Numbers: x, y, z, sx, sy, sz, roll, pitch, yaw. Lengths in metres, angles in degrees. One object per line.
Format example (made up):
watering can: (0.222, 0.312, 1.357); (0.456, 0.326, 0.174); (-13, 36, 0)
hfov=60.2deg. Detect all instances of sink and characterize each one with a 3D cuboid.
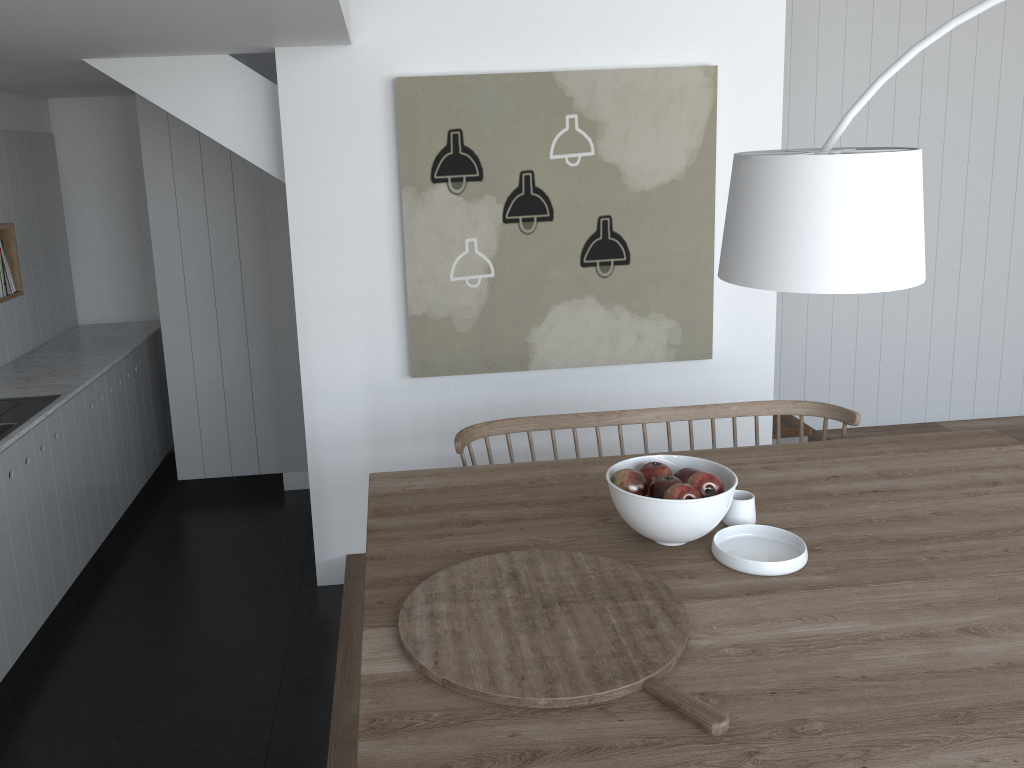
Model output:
sink: (-2.114, 0.288, 3.303); (0.450, 0.164, 1.196); (-4, 15, -7)

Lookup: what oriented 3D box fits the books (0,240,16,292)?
books: (-2.411, -0.543, 4.105); (0.141, 0.245, 0.077); (-3, 12, -5)

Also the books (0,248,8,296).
books: (-2.398, -0.508, 4.041); (0.142, 0.221, 0.015); (-3, 12, -5)

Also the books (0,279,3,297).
books: (-2.398, -0.501, 4.006); (0.143, 0.224, 0.011); (-3, 12, -5)

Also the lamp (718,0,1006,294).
lamp: (2.945, 0.287, 1.127); (5.319, 2.003, 0.864); (3, 13, 20)

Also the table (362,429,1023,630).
table: (0.644, 0.691, 2.450); (2.034, 0.741, 0.950); (-4, 14, -5)

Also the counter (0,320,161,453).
counter: (-2.058, 0.376, 2.686); (0.576, 0.020, 6.227); (-4, 15, -7)

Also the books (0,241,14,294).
books: (-2.417, -0.551, 4.080); (0.156, 0.287, 0.099); (-3, 12, -5)

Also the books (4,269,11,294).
books: (-2.415, -0.514, 4.081); (0.143, 0.219, 0.071); (-3, 12, -5)

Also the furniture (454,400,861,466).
furniture: (0.507, 0.543, 2.923); (1.355, 0.802, 0.552); (-4, 13, -5)

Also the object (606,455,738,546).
object: (0.392, 0.305, 2.185); (0.312, 0.163, 0.321); (-5, 14, -9)

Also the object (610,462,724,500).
object: (0.395, 0.284, 2.181); (0.259, 0.165, 0.231); (11, 19, 43)

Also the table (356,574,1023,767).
table: (0.778, 0.925, 1.536); (2.034, 0.741, 0.950); (-4, 14, -5)

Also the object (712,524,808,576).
object: (0.582, 0.389, 2.082); (0.211, 0.035, 0.221); (-10, 16, -26)

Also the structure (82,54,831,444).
structure: (-0.180, -0.552, 4.407); (3.590, 2.602, 1.072); (-3, 12, -5)

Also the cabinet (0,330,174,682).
cabinet: (-1.765, 0.732, 2.788); (0.010, 0.739, 6.223); (-3, 15, -7)

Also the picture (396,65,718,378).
picture: (0.201, -0.662, 3.668); (1.292, 1.205, 0.061); (-3, 12, -4)

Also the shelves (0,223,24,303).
shelves: (-2.201, -0.365, 2.416); (0.298, 0.788, 3.637); (-4, 15, -7)

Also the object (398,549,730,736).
object: (0.101, 0.485, 1.828); (0.688, 0.023, 0.594); (2, 15, 16)

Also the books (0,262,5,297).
books: (-2.399, -0.506, 4.028); (0.143, 0.226, 0.011); (-3, 12, -5)

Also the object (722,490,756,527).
object: (0.580, 0.321, 2.258); (0.083, 0.078, 0.085); (-4, 13, -6)

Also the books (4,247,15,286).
books: (-2.416, -0.536, 4.121); (0.143, 0.219, 0.070); (-3, 12, -5)
